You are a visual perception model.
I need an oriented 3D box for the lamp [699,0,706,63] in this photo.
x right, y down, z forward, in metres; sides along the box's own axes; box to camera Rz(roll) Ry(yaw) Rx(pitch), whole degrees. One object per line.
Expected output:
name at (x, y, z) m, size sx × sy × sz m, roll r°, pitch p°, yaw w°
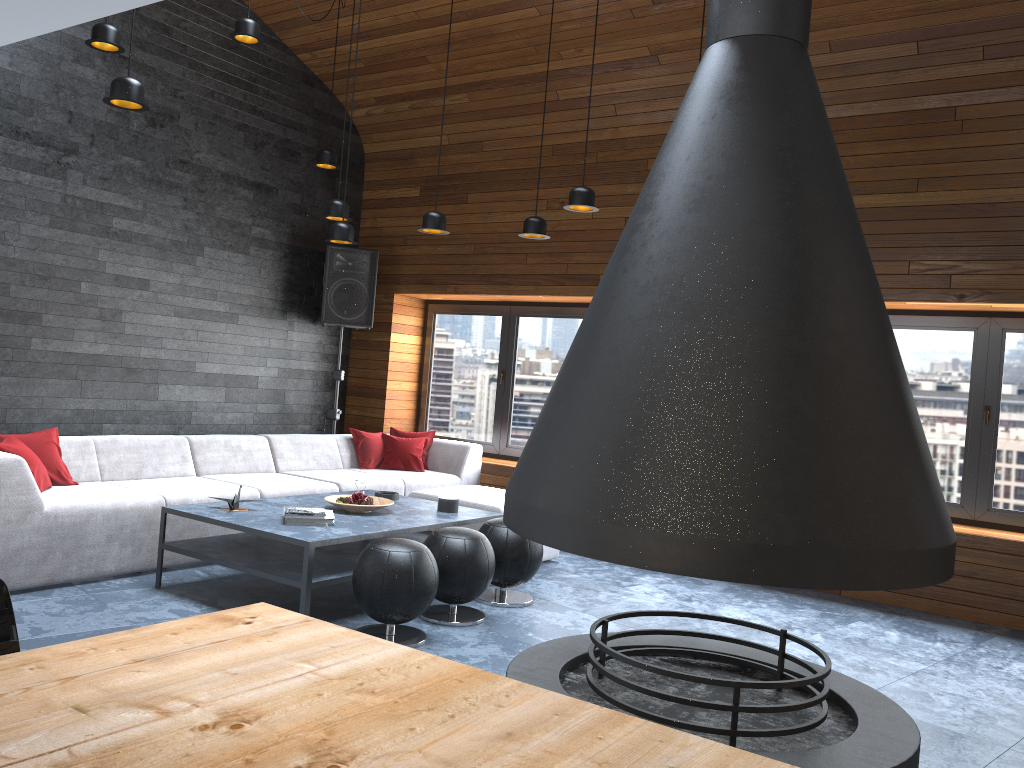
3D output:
lamp at (1.072, -1.998, 4.990) m, size 0.210 × 1.565 × 0.210 m, roll 5°, pitch 0°, yaw -19°

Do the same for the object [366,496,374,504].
object at (-0.836, 0.684, 5.158) m, size 0.062 × 0.062 × 0.060 m, roll 5°, pitch 0°, yaw -5°

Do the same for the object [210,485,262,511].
object at (-1.493, 0.618, 4.774) m, size 0.250 × 0.117 × 0.240 m, roll 5°, pitch 0°, yaw 42°

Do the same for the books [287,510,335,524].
books at (-1.052, 0.686, 4.623) m, size 0.239 × 0.021 × 0.299 m, roll 5°, pitch 0°, yaw -14°

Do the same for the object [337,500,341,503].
object at (-0.969, 0.675, 4.981) m, size 0.048 × 0.039 × 0.039 m, roll 5°, pitch 0°, yaw 30°

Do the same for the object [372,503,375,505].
object at (-0.803, 0.703, 5.066) m, size 0.043 × 0.042 × 0.042 m, roll 5°, pitch 0°, yaw 28°

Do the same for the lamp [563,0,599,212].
lamp at (0.483, -1.980, 5.195) m, size 0.210 × 1.911 × 0.210 m, roll 5°, pitch 0°, yaw -19°

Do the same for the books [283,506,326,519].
books at (-1.073, 0.665, 4.586) m, size 0.210 × 0.017 × 0.265 m, roll 5°, pitch 0°, yaw -14°

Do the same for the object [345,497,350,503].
object at (-0.960, 0.676, 5.148) m, size 0.042 × 0.042 × 0.044 m, roll 5°, pitch 0°, yaw 34°

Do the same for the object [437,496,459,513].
object at (-0.383, 0.724, 5.320) m, size 0.126 × 0.081 × 0.126 m, roll 5°, pitch 0°, yaw 6°

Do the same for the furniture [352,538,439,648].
furniture at (-0.546, 0.954, 4.134) m, size 0.402 × 0.462 × 0.401 m, roll 5°, pitch 0°, yaw -41°

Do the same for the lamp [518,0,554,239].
lamp at (0.225, -1.957, 5.759) m, size 0.210 × 2.003 × 0.210 m, roll 5°, pitch 0°, yaw -19°

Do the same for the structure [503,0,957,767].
structure at (0.596, -1.574, 2.276) m, size 1.197 × 5.700 × 1.689 m, roll 5°, pitch 0°, yaw 34°

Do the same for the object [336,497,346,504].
object at (-0.981, 0.673, 5.072) m, size 0.061 × 0.062 × 0.064 m, roll 5°, pitch 0°, yaw -25°

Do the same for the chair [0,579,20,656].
chair at (-0.869, 0.757, 1.284) m, size 0.599 × 0.825 × 0.527 m, roll 5°, pitch 0°, yaw 34°

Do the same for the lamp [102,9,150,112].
lamp at (-1.732, -2.948, 4.280) m, size 0.210 × 3.209 × 0.210 m, roll 5°, pitch 0°, yaw -34°

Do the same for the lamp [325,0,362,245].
lamp at (-1.006, -2.044, 5.704) m, size 0.210 × 2.273 × 0.210 m, roll 5°, pitch 0°, yaw -19°

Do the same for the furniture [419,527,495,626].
furniture at (-0.290, 0.973, 4.576) m, size 0.401 × 0.462 × 0.402 m, roll 5°, pitch 0°, yaw -36°

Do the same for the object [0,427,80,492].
object at (-2.669, 0.423, 4.809) m, size 0.528 × 0.354 × 0.742 m, roll 5°, pitch 0°, yaw 34°

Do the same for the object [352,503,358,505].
object at (-0.879, 0.687, 4.978) m, size 0.042 × 0.042 × 0.043 m, roll 5°, pitch 0°, yaw 37°

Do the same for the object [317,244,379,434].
object at (-1.618, -0.062, 7.873) m, size 0.639 × 2.298 × 0.686 m, roll 5°, pitch 0°, yaw -18°

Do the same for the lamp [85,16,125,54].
lamp at (-2.253, -2.853, 5.073) m, size 0.210 × 1.854 × 0.210 m, roll 5°, pitch 0°, yaw -19°

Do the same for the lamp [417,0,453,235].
lamp at (-0.421, -1.993, 5.699) m, size 0.210 × 2.034 × 0.210 m, roll 5°, pitch 0°, yaw -19°

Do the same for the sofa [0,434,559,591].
sofa at (-1.270, 0.777, 5.773) m, size 2.205 × 0.693 × 4.034 m, roll 5°, pitch 0°, yaw 34°

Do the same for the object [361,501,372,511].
object at (-0.822, 0.686, 4.988) m, size 0.061 × 0.061 × 0.063 m, roll 5°, pitch 0°, yaw 33°

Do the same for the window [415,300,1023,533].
window at (1.525, 0.097, 6.933) m, size 5.936 × 1.522 × 0.101 m, roll 5°, pitch 0°, yaw 34°

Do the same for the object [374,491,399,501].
object at (-0.795, 0.710, 5.635) m, size 0.160 × 0.040 × 0.160 m, roll 5°, pitch 0°, yaw 11°

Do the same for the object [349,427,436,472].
object at (-0.955, 0.554, 7.365) m, size 0.528 × 0.354 × 0.742 m, roll 5°, pitch 0°, yaw 34°

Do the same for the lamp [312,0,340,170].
lamp at (-1.336, -2.310, 6.639) m, size 0.210 × 1.369 × 0.210 m, roll 5°, pitch 0°, yaw -19°

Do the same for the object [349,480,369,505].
object at (-0.882, 0.634, 5.097) m, size 0.118 × 0.172 × 0.105 m, roll 5°, pitch 0°, yaw -4°

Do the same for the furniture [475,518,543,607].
furniture at (-0.026, 0.993, 5.031) m, size 0.401 × 0.462 × 0.402 m, roll 5°, pitch 0°, yaw -16°

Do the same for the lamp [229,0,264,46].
lamp at (-1.646, -2.800, 5.660) m, size 0.210 × 1.206 × 0.210 m, roll 5°, pitch 0°, yaw -19°

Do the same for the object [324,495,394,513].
object at (-0.876, 0.694, 5.079) m, size 0.395 × 0.061 × 0.395 m, roll 5°, pitch 0°, yaw 26°

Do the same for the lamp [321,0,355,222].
lamp at (-1.095, -2.124, 5.961) m, size 0.210 × 2.036 × 0.210 m, roll 5°, pitch 0°, yaw -19°
